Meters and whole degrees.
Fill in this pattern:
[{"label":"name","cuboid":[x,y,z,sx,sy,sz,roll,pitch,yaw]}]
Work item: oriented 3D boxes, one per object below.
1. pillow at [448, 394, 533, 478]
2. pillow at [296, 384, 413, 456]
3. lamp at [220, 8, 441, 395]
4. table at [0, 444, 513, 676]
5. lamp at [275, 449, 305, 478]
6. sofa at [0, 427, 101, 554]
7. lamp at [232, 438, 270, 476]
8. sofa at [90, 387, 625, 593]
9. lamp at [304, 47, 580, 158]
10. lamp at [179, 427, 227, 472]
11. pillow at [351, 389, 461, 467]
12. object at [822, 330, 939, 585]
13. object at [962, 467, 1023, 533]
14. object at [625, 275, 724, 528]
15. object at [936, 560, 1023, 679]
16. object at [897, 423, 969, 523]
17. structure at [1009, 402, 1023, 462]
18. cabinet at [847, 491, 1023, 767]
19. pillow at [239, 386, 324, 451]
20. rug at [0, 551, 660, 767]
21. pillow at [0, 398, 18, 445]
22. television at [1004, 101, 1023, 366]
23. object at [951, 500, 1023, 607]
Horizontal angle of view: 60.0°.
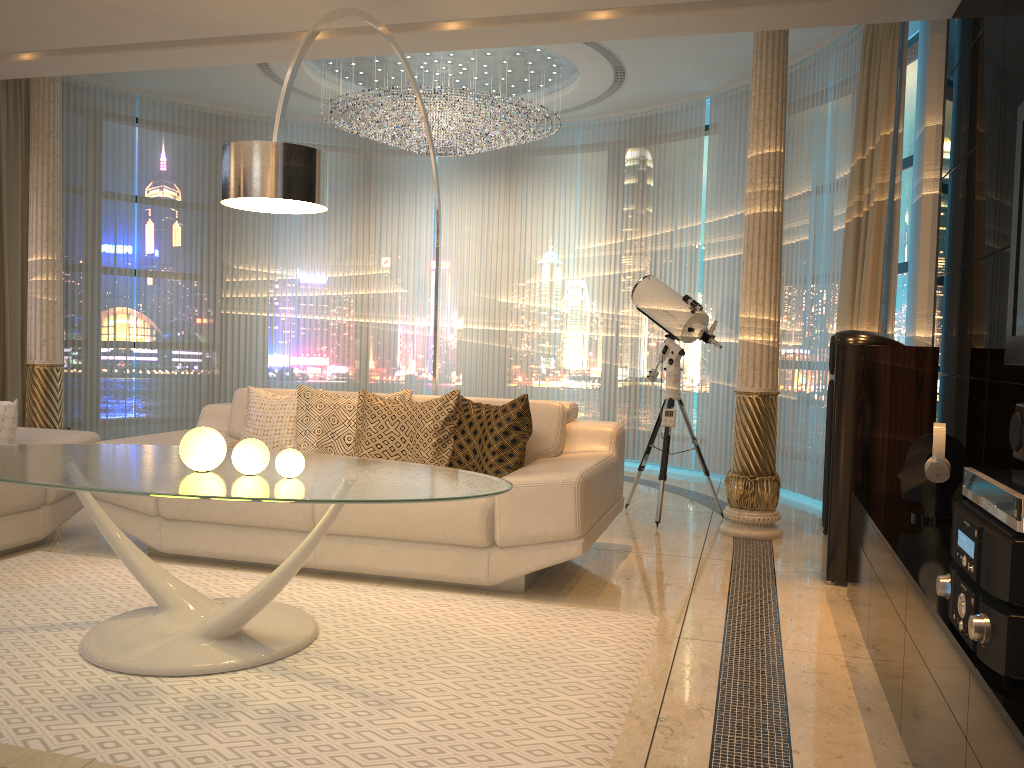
[{"label":"pillow","cuboid":[-0.119,0.247,4.110,0.301,0.436,0.575,-1,3,-44]},{"label":"pillow","cuboid":[-0.788,0.222,4.394,0.587,0.429,0.288,1,3,-10]},{"label":"lamp","cuboid":[-0.688,-0.444,4.139,0.393,2.519,2.009,2,3,15]},{"label":"table","cuboid":[-1.044,0.558,2.970,2.140,0.565,0.999,2,3,14]},{"label":"lamp","cuboid":[-0.693,0.248,2.770,0.090,0.091,0.090,0,3,-24]},{"label":"sofa","cuboid":[-2.916,0.404,3.549,1.145,0.754,2.328,2,3,15]},{"label":"lamp","cuboid":[-0.826,0.230,2.806,0.115,0.115,0.115,4,3,41]},{"label":"sofa","cuboid":[-0.685,0.434,4.286,2.328,0.754,1.145,2,3,15]},{"label":"lamp","cuboid":[-0.536,-2.107,6.834,2.109,0.685,2.109,0,3,-30]},{"label":"lamp","cuboid":[-0.993,0.210,2.851,0.143,0.143,0.143,2,2,0]},{"label":"pillow","cuboid":[-0.500,0.231,4.240,0.575,0.436,0.301,3,3,21]},{"label":"object","cuboid":[1.646,0.326,3.951,0.468,1.127,0.285,2,3,15]},{"label":"object","cuboid":[1.111,0.232,1.694,0.371,0.070,0.441,2,3,15]},{"label":"object","cuboid":[0.936,0.078,5.256,0.616,1.471,0.570,3,3,21]},{"label":"object","cuboid":[1.079,0.461,1.713,0.419,0.130,0.446,2,3,15]},{"label":"object","cuboid":[1.500,0.308,3.129,0.197,0.343,0.197,1,3,-20]},{"label":"structure","cuboid":[1.424,0.150,2.259,0.107,0.179,0.745,2,3,15]},{"label":"cabinet","cuboid":[1.246,0.727,2.311,0.416,0.444,2.842,2,3,15]},{"label":"pillow","cuboid":[-1.179,0.209,4.471,0.463,0.380,0.222,2,3,20]},{"label":"rug","cuboid":[-1.030,0.854,2.967,2.900,0.020,1.661,2,3,15]},{"label":"pillow","cuboid":[-2.570,0.195,4.158,0.521,0.325,0.281,3,3,25]},{"label":"television","cuboid":[1.476,-0.457,2.236,0.055,0.839,1.358,2,3,15]},{"label":"object","cuboid":[1.088,0.331,1.706,0.407,0.130,0.446,2,3,15]}]
